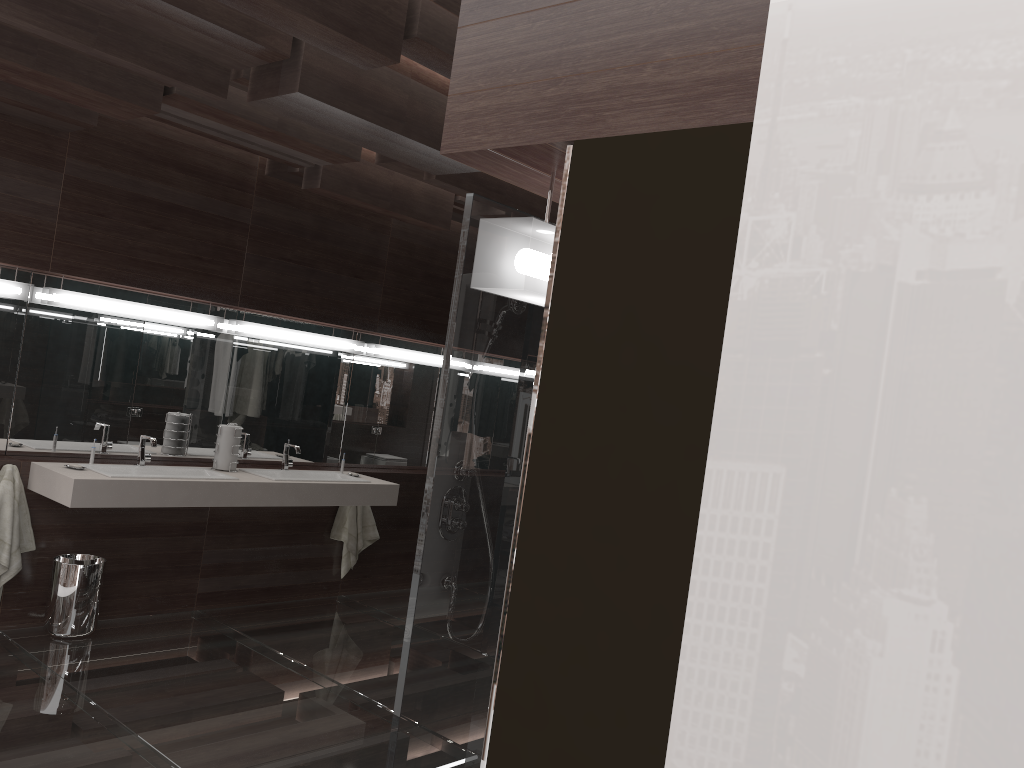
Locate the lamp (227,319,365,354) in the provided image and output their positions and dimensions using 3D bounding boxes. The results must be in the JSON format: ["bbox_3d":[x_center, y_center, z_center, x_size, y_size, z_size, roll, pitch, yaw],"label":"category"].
[{"bbox_3d":[-1.305,-0.285,5.465,0.082,0.082,0.950,8,-1,41],"label":"lamp"}]

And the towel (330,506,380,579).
[{"bbox_3d":[-0.992,0.932,5.749,0.156,0.678,0.368,8,-1,41],"label":"towel"}]

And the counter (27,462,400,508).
[{"bbox_3d":[-1.513,0.560,4.857,0.488,0.131,1.954,8,-1,41],"label":"counter"}]

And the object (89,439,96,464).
[{"bbox_3d":[-2.105,0.341,4.456,0.022,0.132,0.022,8,-1,23],"label":"object"}]

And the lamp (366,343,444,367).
[{"bbox_3d":[-0.632,-0.183,6.248,0.082,0.082,0.950,8,-1,41],"label":"lamp"}]

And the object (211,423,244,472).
[{"bbox_3d":[-1.590,0.353,4.965,0.145,0.261,0.136,8,-1,-6],"label":"object"}]

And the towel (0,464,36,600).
[{"bbox_3d":[-2.384,0.721,4.130,0.156,0.678,0.368,7,-1,41],"label":"towel"}]

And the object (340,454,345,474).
[{"bbox_3d":[-1.061,0.498,5.567,0.022,0.132,0.022,8,-1,-12],"label":"object"}]

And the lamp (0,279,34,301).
[{"bbox_3d":[-2.634,-0.487,3.920,0.082,0.082,0.950,8,-1,41],"label":"lamp"}]

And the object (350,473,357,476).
[{"bbox_3d":[-0.986,0.563,5.532,0.035,0.016,0.066,8,-1,-29],"label":"object"}]

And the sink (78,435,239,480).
[{"bbox_3d":[-1.802,0.384,4.533,0.427,0.193,0.681,8,-1,41],"label":"sink"}]

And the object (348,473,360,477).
[{"bbox_3d":[-0.986,0.569,5.532,0.065,0.011,0.108,8,-1,-28],"label":"object"}]

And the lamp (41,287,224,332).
[{"bbox_3d":[-1.972,-0.387,4.689,0.082,0.082,0.950,8,-1,41],"label":"lamp"}]

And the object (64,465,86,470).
[{"bbox_3d":[-2.095,0.401,4.255,0.108,0.011,0.065,8,-1,19],"label":"object"}]

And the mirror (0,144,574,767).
[{"bbox_3d":[0.106,0.250,4.185,4.126,0.916,5.081,8,-1,41],"label":"mirror"}]

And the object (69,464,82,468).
[{"bbox_3d":[-2.094,0.395,4.255,0.066,0.016,0.035,8,-1,18],"label":"object"}]

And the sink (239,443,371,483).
[{"bbox_3d":[-1.218,0.473,5.210,0.427,0.193,0.681,8,-1,41],"label":"sink"}]

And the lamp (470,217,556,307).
[{"bbox_3d":[0.296,-0.101,1.361,0.082,0.082,0.950,8,-1,41],"label":"lamp"}]

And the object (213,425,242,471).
[{"bbox_3d":[-1.590,0.355,4.957,0.124,0.246,0.128,8,-1,22],"label":"object"}]

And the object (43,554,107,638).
[{"bbox_3d":[-2.128,1.030,4.316,0.237,0.358,0.237,8,-1,-17],"label":"object"}]
